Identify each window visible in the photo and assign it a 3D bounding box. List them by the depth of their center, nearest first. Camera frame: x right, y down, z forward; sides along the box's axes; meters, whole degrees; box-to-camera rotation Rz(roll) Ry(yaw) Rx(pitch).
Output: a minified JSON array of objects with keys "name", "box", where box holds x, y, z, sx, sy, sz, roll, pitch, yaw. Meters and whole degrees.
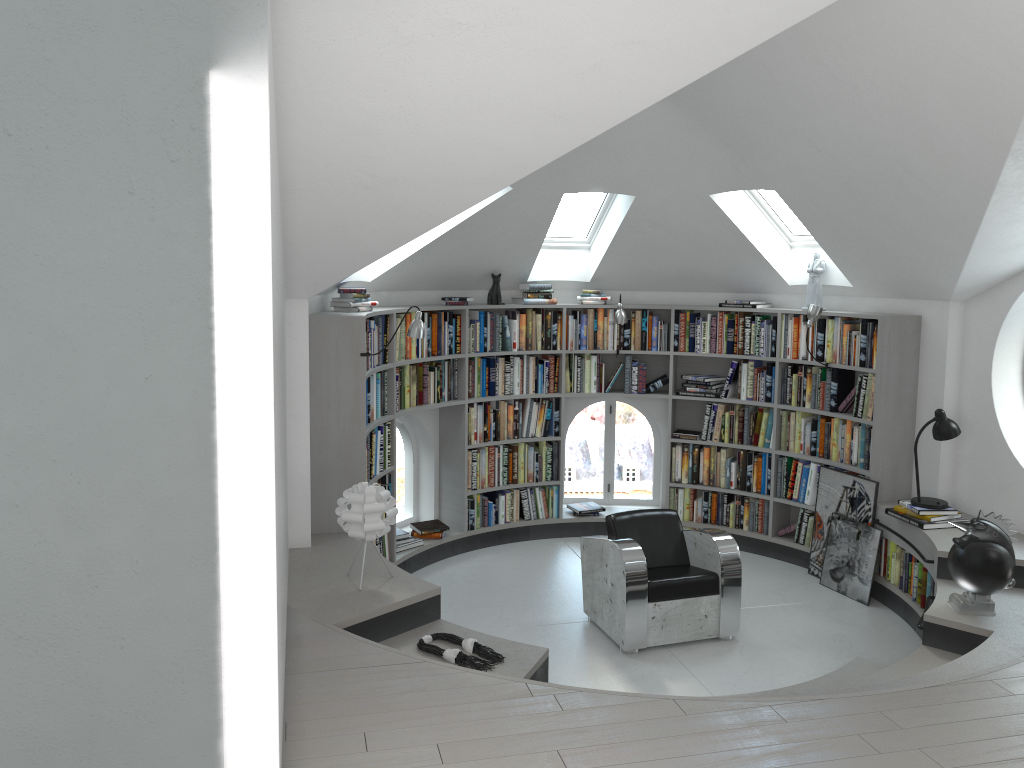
[{"name":"window","box":[0.629,-1.414,6.841,4.055,0.711,1.938,-1,7,-14]},{"name":"window","box":[-0.097,0.662,7.764,3.232,1.147,0.618,-3,7,-28]}]

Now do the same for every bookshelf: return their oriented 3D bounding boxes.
[{"name":"bookshelf","box":[0.608,0.344,7.017,4.333,1.875,2.115,-1,7,-14]}]

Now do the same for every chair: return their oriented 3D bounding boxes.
[{"name":"chair","box":[0.964,1.262,5.878,0.823,0.717,0.743,-2,7,-19]}]

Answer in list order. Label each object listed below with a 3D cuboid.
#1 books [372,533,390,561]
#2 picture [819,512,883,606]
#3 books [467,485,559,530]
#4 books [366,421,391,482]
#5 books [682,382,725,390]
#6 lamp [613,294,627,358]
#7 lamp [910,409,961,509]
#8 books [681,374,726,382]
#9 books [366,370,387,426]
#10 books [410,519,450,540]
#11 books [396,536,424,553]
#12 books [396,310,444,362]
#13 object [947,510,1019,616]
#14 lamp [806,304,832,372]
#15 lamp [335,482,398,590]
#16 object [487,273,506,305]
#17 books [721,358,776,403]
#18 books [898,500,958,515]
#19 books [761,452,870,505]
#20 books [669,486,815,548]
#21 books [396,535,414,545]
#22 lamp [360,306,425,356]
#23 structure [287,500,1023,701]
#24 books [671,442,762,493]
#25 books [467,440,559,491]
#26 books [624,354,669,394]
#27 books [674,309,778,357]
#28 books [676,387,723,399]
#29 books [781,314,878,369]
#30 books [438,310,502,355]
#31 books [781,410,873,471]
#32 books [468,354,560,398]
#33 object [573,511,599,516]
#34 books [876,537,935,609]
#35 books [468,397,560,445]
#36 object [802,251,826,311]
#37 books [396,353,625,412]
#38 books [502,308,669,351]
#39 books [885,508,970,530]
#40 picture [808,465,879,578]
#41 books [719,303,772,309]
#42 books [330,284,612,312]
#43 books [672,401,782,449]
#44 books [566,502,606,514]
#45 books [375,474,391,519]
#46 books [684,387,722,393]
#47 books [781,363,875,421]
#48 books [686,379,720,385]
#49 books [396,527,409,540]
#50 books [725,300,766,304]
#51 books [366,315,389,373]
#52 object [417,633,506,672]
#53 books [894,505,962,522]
[{"name":"books","box":[-1.079,1.222,6.192,0.283,0.319,0.921,1,7,5]},{"name":"picture","box":[2.483,1.279,6.511,0.107,0.553,0.491,-2,7,-23]},{"name":"books","box":[-0.048,1.040,7.719,1.019,0.305,0.288,-3,8,-29]},{"name":"books","box":[-1.039,0.491,6.055,0.260,0.358,1.023,1,7,3]},{"name":"books","box":[1.671,0.008,7.742,0.286,0.031,0.270,6,9,36]},{"name":"lamp","box":[0.892,-0.487,7.534,0.113,0.565,0.359,0,6,-7]},{"name":"lamp","box":[2.853,0.494,5.968,0.322,0.658,0.234,1,6,2]},{"name":"books","box":[1.672,-0.055,7.736,0.269,0.031,0.286,-4,9,-33]},{"name":"books","box":[-1.076,0.113,6.045,0.303,0.347,1.091,1,7,2]},{"name":"books","box":[-0.676,1.196,7.249,0.318,0.099,0.292,-1,7,-12]},{"name":"books","box":[-0.961,1.251,7.006,0.388,0.042,0.366,8,10,42]},{"name":"books","box":[-0.822,-0.383,6.848,0.269,0.372,0.794,4,8,30]},{"name":"object","box":[2.564,0.966,4.849,0.320,0.561,0.321,-5,8,-40]},{"name":"lamp","box":[2.355,-0.345,6.738,0.275,0.524,0.112,-2,6,-23]},{"name":"lamp","box":[-0.769,0.789,4.701,0.305,0.523,0.306,-2,7,-25]},{"name":"object","box":[-0.131,-0.799,7.472,0.147,0.264,0.202,-1,7,-17]},{"name":"books","box":[2.062,-0.041,7.476,0.554,0.350,0.256,5,8,33]},{"name":"books","box":[2.812,0.835,6.000,0.269,0.031,0.287,0,7,-4]},{"name":"books","box":[2.488,0.793,7.021,0.304,0.358,1.187,-3,8,-32]},{"name":"books","box":[2.010,1.087,7.525,1.499,0.310,0.360,7,9,38]},{"name":"books","box":[-0.961,1.217,7.003,0.269,0.031,0.286,-5,9,-37]},{"name":"lamp","box":[-0.755,-0.337,5.586,0.414,0.311,0.117,-1,6,-17]},{"name":"structure","box":[0.921,1.282,5.760,4.714,0.691,4.720,5,9,31]},{"name":"books","box":[1.799,0.698,7.675,0.873,0.349,0.272,4,7,28]},{"name":"books","box":[-0.031,0.678,7.695,1.032,0.356,0.293,-3,8,-28]},{"name":"books","box":[1.192,-0.091,7.812,0.399,0.340,0.225,1,6,6]},{"name":"books","box":[1.830,-0.444,7.554,0.970,0.366,0.306,5,8,30]},{"name":"books","box":[1.670,0.071,7.749,0.388,0.042,0.366,4,8,26]},{"name":"books","box":[2.535,-0.343,6.866,0.293,0.361,1.016,-3,8,-31]},{"name":"books","box":[-0.391,-0.435,7.375,0.683,0.345,0.265,-5,8,-37]},{"name":"books","box":[2.539,0.422,6.930,0.276,0.347,1.023,-3,8,-28]},{"name":"books","box":[-0.052,-0.086,7.647,1.029,0.358,0.301,-3,7,-28]},{"name":"object","box":[0.665,1.147,7.994,0.226,0.036,0.214,1,7,3]},{"name":"books","box":[2.769,1.301,5.971,0.272,0.297,1.151,1,7,1]},{"name":"books","box":[-0.037,0.295,7.648,0.998,0.350,0.298,-4,8,-30]},{"name":"object","box":[2.398,-0.815,7.015,0.179,0.471,0.179,0,6,-5]},{"name":"books","box":[-0.140,-0.047,7.388,2.531,0.370,0.592,-4,8,-33]},{"name":"books","box":[0.617,-0.482,7.745,1.565,0.366,0.395,0,7,-8]},{"name":"books","box":[2.811,0.903,6.007,0.365,0.042,0.389,-1,8,-13]},{"name":"picture","box":[2.487,1.096,6.678,0.090,0.860,0.580,-2,7,-24]},{"name":"books","box":[1.978,-0.665,7.514,0.336,0.036,0.317,7,10,39]},{"name":"books","box":[-0.321,-0.705,7.066,2.818,0.173,0.749,-6,10,-43]},{"name":"books","box":[1.873,0.326,7.587,0.974,0.351,0.252,5,7,29]},{"name":"books","box":[0.666,1.117,7.991,0.268,0.029,0.254,-3,8,-23]},{"name":"books","box":[-1.047,1.074,5.849,0.390,0.693,1.646,0,7,-4]},{"name":"books","box":[1.671,0.039,7.745,0.286,0.031,0.270,4,8,21]},{"name":"books","box":[2.535,0.040,6.894,0.279,0.357,1.055,-3,8,-28]},{"name":"books","box":[1.671,-0.023,7.739,0.227,0.036,0.214,6,9,36]},{"name":"books","box":[-0.960,1.186,7.000,0.214,0.036,0.227,-5,9,-37]},{"name":"books","box":[1.979,-0.693,7.511,0.233,0.027,0.248,-6,10,-41]},{"name":"books","box":[-1.059,-0.269,5.988,0.300,0.360,1.036,1,7,2]},{"name":"object","box":[-0.252,1.277,4.239,0.473,0.082,0.218,7,9,39]},{"name":"books","box":[2.812,0.867,6.004,0.286,0.034,0.305,-3,8,-23]}]
